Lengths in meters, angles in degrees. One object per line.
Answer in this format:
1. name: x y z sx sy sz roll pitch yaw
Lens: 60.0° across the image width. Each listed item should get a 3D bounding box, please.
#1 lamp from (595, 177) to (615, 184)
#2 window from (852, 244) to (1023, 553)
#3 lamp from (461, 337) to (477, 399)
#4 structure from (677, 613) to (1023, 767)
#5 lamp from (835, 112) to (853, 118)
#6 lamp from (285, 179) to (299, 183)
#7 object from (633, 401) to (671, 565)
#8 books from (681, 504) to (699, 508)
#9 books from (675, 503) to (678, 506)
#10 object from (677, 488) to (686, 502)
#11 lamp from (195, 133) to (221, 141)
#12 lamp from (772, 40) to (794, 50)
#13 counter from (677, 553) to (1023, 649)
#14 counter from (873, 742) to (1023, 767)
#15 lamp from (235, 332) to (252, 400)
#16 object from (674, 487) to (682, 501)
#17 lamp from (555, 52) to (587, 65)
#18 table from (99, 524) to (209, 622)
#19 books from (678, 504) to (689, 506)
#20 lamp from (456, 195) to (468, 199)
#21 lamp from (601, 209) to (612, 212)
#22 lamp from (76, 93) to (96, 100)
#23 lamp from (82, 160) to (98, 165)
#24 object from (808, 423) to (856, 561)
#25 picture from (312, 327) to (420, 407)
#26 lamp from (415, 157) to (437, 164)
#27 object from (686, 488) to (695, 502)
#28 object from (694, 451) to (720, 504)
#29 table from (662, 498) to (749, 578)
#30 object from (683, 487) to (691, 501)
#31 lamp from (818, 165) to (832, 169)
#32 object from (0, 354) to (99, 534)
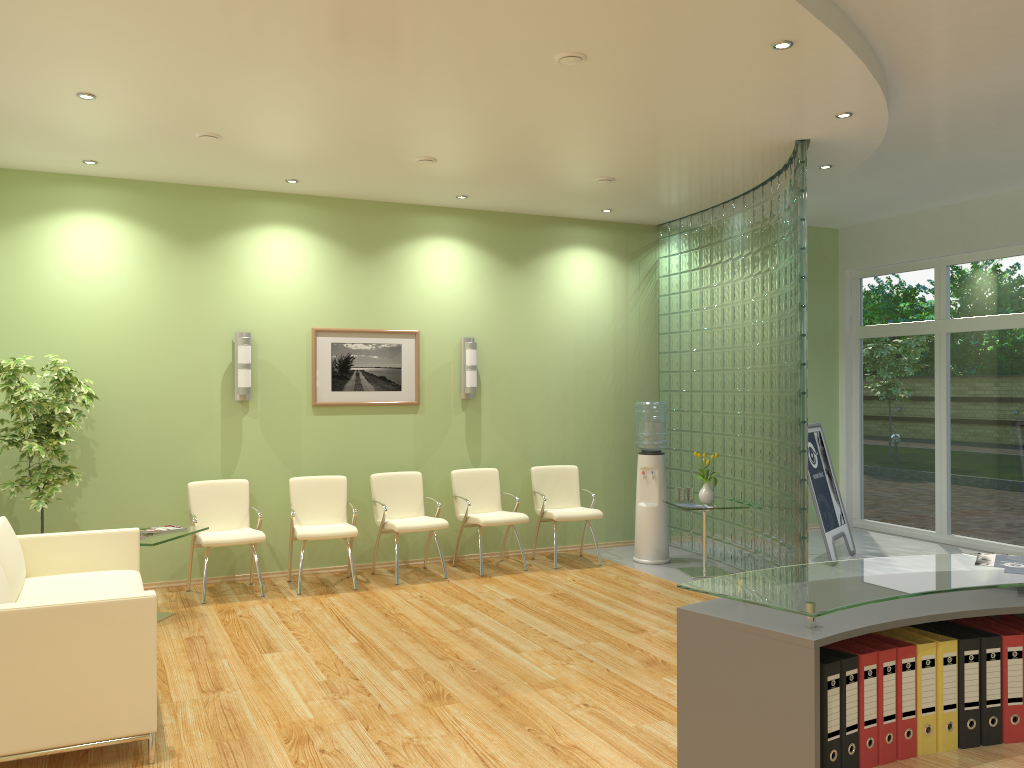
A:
1. lamp: 0.765 -1.667 7.296 0.167 0.024 0.167 0 0 -42
2. window: 5.995 0.153 6.135 0.092 3.000 9.401 0 0 -25
3. lamp: -0.400 -0.152 8.395 0.134 0.580 0.142 0 0 -25
4. structure: 2.308 1.113 1.468 1.837 1.049 3.673 0 0 -40
5. lamp: 2.081 -1.683 5.559 0.105 0.011 0.105 0 0 -9
6. lamp: -1.810 -1.667 7.297 0.105 0.011 0.105 0 0 -44
7. object: 1.319 0.920 8.383 0.353 1.506 0.353 0 0 -18
8. books: 1.566 1.054 7.685 0.210 0.004 0.150 0 0 -40
9. books: 1.541 1.054 7.753 0.210 0.004 0.150 0 0 0
10. object: 1.523 0.997 7.968 0.071 0.119 0.072 0 0 -25
11. lamp: -2.052 -1.664 5.997 0.167 0.024 0.167 0 0 26
12. lamp: 1.347 -1.685 4.414 0.105 0.011 0.105 0 0 35
13. counter: 2.306 0.549 1.469 1.837 0.078 3.674 0 0 -40
14. counter: 2.264 0.946 1.432 1.723 0.018 3.444 0 0 -40
15. lamp: -2.278 -0.150 7.529 0.134 0.580 0.142 0 0 -25
16. object: 1.510 0.998 8.051 0.071 0.119 0.072 0 0 -25
17. lamp: 0.306 -1.675 4.589 0.167 0.024 0.167 0 0 15
18. table: -2.677 1.370 6.308 0.736 0.614 0.736 0 0 10
19. books: 1.555 1.054 7.700 0.210 0.004 0.150 0 0 -30
20. lamp: -0.448 -1.668 7.925 0.105 0.011 0.105 0 0 -44
21. lamp: 0.914 -1.670 8.553 0.105 0.011 0.105 0 0 -44
22. lamp: -2.478 -1.672 5.163 0.105 0.011 0.105 0 0 9
23. lamp: -3.172 -1.665 6.668 0.105 0.011 0.105 0 0 1
24. object: 2.901 1.029 8.561 0.606 1.285 0.848 0 0 35
25. picture: -1.312 -0.151 8.039 1.000 0.700 0.025 0 0 -25
26. lamp: -0.644 -1.666 6.647 0.167 0.024 0.167 0 0 26
27. object: 1.606 0.997 7.981 0.071 0.119 0.072 0 0 -25
28. object: 1.722 0.826 7.840 0.219 0.459 0.201 0 0 5
29. table: 1.707 1.363 7.855 0.581 0.614 0.581 0 0 -11
30. object: 1.594 0.998 8.060 0.071 0.119 0.072 0 0 -25
31. lamp: 2.427 -1.680 6.870 0.105 0.011 0.105 0 0 -8
32. object: -3.394 0.729 6.437 0.668 1.900 0.943 0 0 -17
